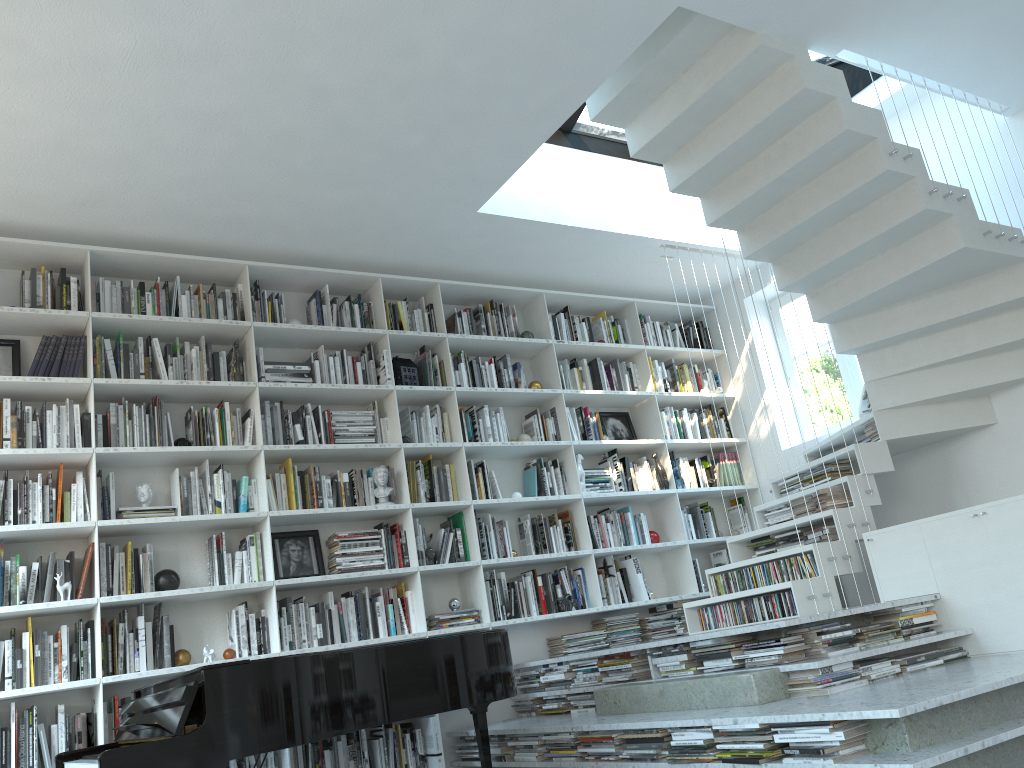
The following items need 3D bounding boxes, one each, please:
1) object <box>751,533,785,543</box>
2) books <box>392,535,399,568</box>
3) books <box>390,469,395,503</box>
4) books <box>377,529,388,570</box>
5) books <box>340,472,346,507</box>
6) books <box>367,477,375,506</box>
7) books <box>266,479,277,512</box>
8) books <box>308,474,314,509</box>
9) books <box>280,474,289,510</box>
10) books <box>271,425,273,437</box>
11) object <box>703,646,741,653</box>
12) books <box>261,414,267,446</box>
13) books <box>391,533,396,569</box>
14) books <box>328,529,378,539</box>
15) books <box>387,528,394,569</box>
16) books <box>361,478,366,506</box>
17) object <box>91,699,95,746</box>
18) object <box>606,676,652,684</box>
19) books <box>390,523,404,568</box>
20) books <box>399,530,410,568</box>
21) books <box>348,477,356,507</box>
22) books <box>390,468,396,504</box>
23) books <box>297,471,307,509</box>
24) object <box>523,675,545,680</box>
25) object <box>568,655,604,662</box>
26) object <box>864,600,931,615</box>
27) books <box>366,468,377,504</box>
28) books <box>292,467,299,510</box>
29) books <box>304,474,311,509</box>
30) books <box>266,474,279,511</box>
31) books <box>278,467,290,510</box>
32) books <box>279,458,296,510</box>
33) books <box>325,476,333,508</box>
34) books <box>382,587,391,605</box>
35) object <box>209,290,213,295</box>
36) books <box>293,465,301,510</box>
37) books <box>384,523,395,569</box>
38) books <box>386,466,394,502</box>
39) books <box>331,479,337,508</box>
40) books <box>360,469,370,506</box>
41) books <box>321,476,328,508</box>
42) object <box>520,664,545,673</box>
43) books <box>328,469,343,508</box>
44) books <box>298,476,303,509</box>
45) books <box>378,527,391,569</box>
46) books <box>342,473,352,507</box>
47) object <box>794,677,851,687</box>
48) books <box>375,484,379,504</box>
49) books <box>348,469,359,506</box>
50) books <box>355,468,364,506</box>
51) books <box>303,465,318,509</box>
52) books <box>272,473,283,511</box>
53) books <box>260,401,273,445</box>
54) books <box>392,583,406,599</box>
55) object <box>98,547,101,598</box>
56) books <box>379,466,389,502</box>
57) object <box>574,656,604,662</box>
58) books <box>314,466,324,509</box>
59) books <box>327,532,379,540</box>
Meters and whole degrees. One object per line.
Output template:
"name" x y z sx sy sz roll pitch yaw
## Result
"object" 1.603 0.958 5.516 0.161 0.025 0.175 0 -20 -29
"books" -0.717 1.018 5.268 0.021 0.216 0.132 1 -20 -32
"books" -0.757 0.651 5.390 0.014 0.260 0.137 1 -20 -32
"books" -0.777 0.995 5.223 0.012 0.253 0.161 1 -20 -32
"books" -1.021 0.653 5.205 0.010 0.233 0.175 1 -20 -32
"books" -0.864 0.674 5.305 0.035 0.201 0.149 1 -20 -32
"books" -1.369 0.653 4.972 0.053 0.208 0.156 1 -20 -32
"books" -1.183 0.650 5.111 0.025 0.235 0.137 1 -20 -32
"books" -1.311 0.645 5.031 0.029 0.239 0.156 1 -20 -32
"books" -1.417 0.266 5.130 0.014 0.312 0.134 1 -20 -32
"object" 1.010 1.237 4.153 0.142 0.006 0.204 2 -21 -34
"books" -1.449 0.304 5.092 0.027 0.227 0.148 1 -20 -32
"books" -0.734 1.011 5.263 0.013 0.232 0.134 1 -20 -32
"books" -0.929 0.878 5.174 0.254 0.012 0.161 0 -20 -29
"books" -0.752 0.998 5.249 0.013 0.255 0.163 1 -20 -32
"books" -0.912 0.674 5.285 0.022 0.206 0.114 1 -20 -32
"object" -1.989 1.648 4.209 0.017 0.289 0.089 1 -20 -32
"object" 0.638 1.569 4.715 0.145 0.010 0.267 3 -21 -36
"books" -0.700 0.983 5.272 0.011 0.278 0.186 1 -20 -32
"books" -0.672 1.004 5.268 0.034 0.228 0.200 1 -20 -32
"books" -0.973 0.667 5.219 0.029 0.200 0.179 1 -20 -32
"books" -0.746 0.652 5.406 0.023 0.264 0.107 1 -20 -32
"books" -1.225 0.643 5.104 0.028 0.258 0.135 1 -20 -32
"object" 0.180 1.793 5.442 0.135 0.011 0.222 0 -20 -29
"object" 0.464 1.533 4.980 0.159 0.007 0.286 3 -21 -35
"object" 1.865 1.074 4.293 0.284 0.030 0.177 2 -20 -32
"books" -0.853 0.649 5.334 0.014 0.262 0.135 1 -20 -32
"books" -1.258 0.623 5.034 0.015 0.266 0.189 1 -20 -32
"books" -1.195 0.651 5.094 0.012 0.227 0.170 1 -20 -32
"books" -1.362 0.642 4.996 0.042 0.241 0.162 1 -20 -32
"books" -1.304 0.629 5.058 0.010 0.283 0.137 1 -20 -32
"books" -1.275 0.599 5.035 0.014 0.316 0.188 1 -20 -32
"books" -1.091 0.660 5.158 0.030 0.214 0.169 1 -20 -32
"books" -0.729 1.332 5.139 0.010 0.283 0.132 1 -20 -32
"object" -1.759 -0.404 5.173 0.010 0.246 0.157 1 -20 -32
"books" -1.248 0.622 5.060 0.010 0.280 0.171 1 -20 -32
"books" -0.745 0.983 5.259 0.011 0.287 0.152 1 -20 -32
"books" -0.764 0.644 5.373 0.014 0.265 0.154 1 -20 -32
"books" -1.062 0.673 5.187 0.050 0.198 0.146 1 -20 -32
"books" -0.894 0.647 5.299 0.024 0.258 0.127 1 -20 -32
"books" -1.114 0.659 5.143 0.024 0.216 0.176 1 -20 -32
"object" 0.175 1.744 5.459 0.131 0.024 0.291 1 -20 -30
"books" -1.035 0.642 5.205 0.014 0.258 0.162 1 -20 -32
"books" -1.241 0.655 5.080 0.024 0.227 0.148 1 -20 -32
"books" -0.766 0.991 5.228 0.011 0.260 0.185 1 -20 -32
"books" -0.998 0.654 5.205 0.029 0.223 0.186 1 -20 -32
"object" 1.298 1.250 3.720 0.204 0.004 0.140 0 -20 -30
"books" -0.835 0.674 5.328 0.012 0.205 0.146 1 -20 -32
"books" -0.954 0.643 5.228 0.012 0.244 0.186 1 -20 -32
"books" -0.928 0.643 5.267 0.025 0.258 0.151 1 -20 -32
"books" -1.167 0.626 5.122 0.013 0.283 0.177 1 -20 -32
"books" -1.338 0.643 5.022 0.026 0.247 0.139 1 -20 -32
"books" -1.423 0.266 5.102 0.026 0.296 0.180 1 -20 -32
"books" -0.649 1.323 5.183 0.011 0.299 0.149 1 -20 -32
"object" -2.073 0.959 4.427 0.012 0.269 0.131 1 -20 -32
"books" -0.789 0.643 5.378 0.025 0.278 0.108 1 -20 -32
"object" 0.478 1.539 4.986 0.144 0.005 0.258 2 -20 -32
"books" -1.142 0.629 5.119 0.028 0.267 0.190 1 -20 -32
"books" -0.928 0.890 5.173 0.254 0.012 0.161 3 -21 -35
